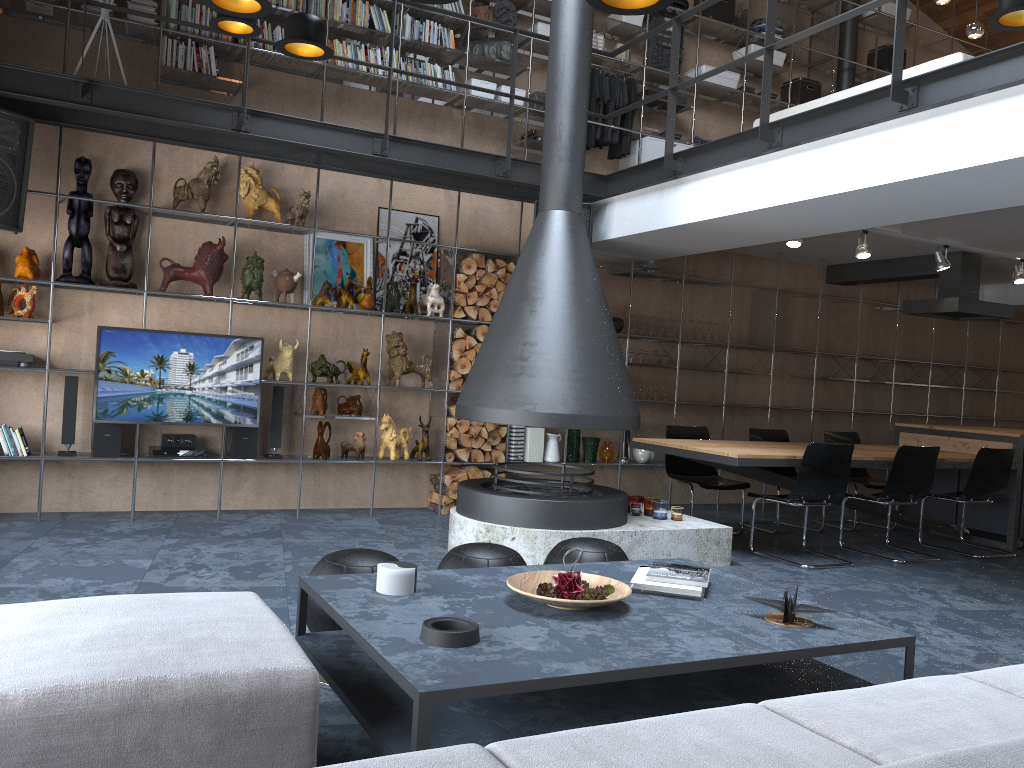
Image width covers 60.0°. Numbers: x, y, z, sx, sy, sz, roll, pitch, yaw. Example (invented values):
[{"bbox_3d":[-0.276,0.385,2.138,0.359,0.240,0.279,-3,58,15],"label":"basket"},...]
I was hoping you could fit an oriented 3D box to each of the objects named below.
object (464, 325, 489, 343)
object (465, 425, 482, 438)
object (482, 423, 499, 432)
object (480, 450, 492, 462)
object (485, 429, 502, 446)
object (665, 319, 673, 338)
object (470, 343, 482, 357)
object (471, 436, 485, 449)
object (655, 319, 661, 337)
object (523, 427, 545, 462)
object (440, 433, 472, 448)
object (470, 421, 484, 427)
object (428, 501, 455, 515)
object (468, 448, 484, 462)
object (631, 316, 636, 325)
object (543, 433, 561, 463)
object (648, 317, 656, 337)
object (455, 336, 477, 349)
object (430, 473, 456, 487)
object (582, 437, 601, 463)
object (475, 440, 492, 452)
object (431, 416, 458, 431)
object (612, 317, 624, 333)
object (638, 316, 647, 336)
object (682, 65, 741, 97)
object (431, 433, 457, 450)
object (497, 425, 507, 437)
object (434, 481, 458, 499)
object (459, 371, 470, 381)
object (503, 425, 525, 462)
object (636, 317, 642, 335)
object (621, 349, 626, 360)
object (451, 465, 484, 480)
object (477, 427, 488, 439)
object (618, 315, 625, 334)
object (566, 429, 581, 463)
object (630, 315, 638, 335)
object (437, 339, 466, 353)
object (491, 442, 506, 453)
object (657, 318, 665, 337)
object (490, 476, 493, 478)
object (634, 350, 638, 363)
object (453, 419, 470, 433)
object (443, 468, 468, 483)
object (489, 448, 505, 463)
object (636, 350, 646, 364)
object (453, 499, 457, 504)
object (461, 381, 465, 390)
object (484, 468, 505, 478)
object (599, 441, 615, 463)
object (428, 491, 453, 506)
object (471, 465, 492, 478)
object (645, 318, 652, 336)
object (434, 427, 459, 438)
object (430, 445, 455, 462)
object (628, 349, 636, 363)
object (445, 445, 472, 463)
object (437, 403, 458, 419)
[{"bbox_3d":[-0.300,-0.407,7.261,0.140,0.150,0.312,3,1,-31],"label":"object"},{"bbox_3d":[-0.372,0.379,7.259,0.107,0.098,0.330,3,1,-31],"label":"object"},{"bbox_3d":[-0.230,0.341,7.355,0.128,0.107,0.329,3,1,-27],"label":"object"},{"bbox_3d":[-0.261,0.590,7.355,0.087,0.095,0.303,3,1,-27],"label":"object"},{"bbox_3d":[-0.212,0.434,7.390,0.143,0.143,0.286,3,1,-27],"label":"object"},{"bbox_3d":[1.441,-0.504,8.130,0.070,0.184,0.071,4,1,39],"label":"object"},{"bbox_3d":[-0.303,-0.274,7.266,0.164,0.128,0.322,3,1,-28],"label":"object"},{"bbox_3d":[-0.353,0.457,7.273,0.147,0.118,0.288,3,1,-31],"label":"object"},{"bbox_3d":[1.348,-0.511,8.243,0.070,0.184,0.071,4,1,39],"label":"object"},{"bbox_3d":[0.185,0.516,7.526,0.148,0.287,0.092,3,0,-27],"label":"object"},{"bbox_3d":[-0.461,0.437,7.231,0.115,0.131,0.374,3,1,-31],"label":"object"},{"bbox_3d":[-0.341,0.292,7.317,0.164,0.128,0.322,3,1,-28],"label":"object"},{"bbox_3d":[-0.575,0.991,7.213,0.126,0.112,0.287,3,1,-27],"label":"object"},{"bbox_3d":[-0.348,0.572,7.285,0.135,0.114,0.299,3,1,-29],"label":"object"},{"bbox_3d":[1.089,-0.526,8.096,0.070,0.184,0.071,4,1,39],"label":"object"},{"bbox_3d":[0.347,0.546,7.631,0.146,0.245,0.171,4,0,3],"label":"object"},{"bbox_3d":[1.268,-0.514,8.033,0.070,0.184,0.071,4,1,39],"label":"object"},{"bbox_3d":[-0.394,-0.338,7.251,0.098,0.115,0.362,3,1,-28],"label":"object"},{"bbox_3d":[-0.565,0.781,7.186,0.111,0.121,0.310,3,1,-28],"label":"object"},{"bbox_3d":[0.694,0.580,7.808,0.161,0.219,0.157,4,0,20],"label":"object"},{"bbox_3d":[-0.284,0.499,7.325,0.103,0.098,0.330,3,1,-30],"label":"object"},{"bbox_3d":[-0.552,0.317,7.190,0.097,0.120,0.308,3,1,-32],"label":"object"},{"bbox_3d":[0.921,-0.518,7.872,0.148,0.149,0.149,4,0,16],"label":"object"},{"bbox_3d":[1.175,-0.519,7.975,0.070,0.184,0.071,4,1,39],"label":"object"},{"bbox_3d":[1.860,-2.833,8.308,0.445,0.147,0.343,3,1,-27],"label":"object"},{"bbox_3d":[-0.554,0.464,7.189,0.110,0.109,0.321,3,1,-26],"label":"object"},{"bbox_3d":[-0.153,0.374,7.394,0.111,0.121,0.310,3,1,-28],"label":"object"},{"bbox_3d":[-0.514,0.847,7.191,0.143,0.143,0.286,3,1,-27],"label":"object"},{"bbox_3d":[-0.381,-0.071,7.234,0.103,0.110,0.312,3,1,-31],"label":"object"},{"bbox_3d":[0.010,0.477,7.452,0.140,0.347,0.139,4,1,43],"label":"object"},{"bbox_3d":[1.169,-0.521,8.156,0.070,0.184,0.071,4,1,39],"label":"object"},{"bbox_3d":[0.995,-0.258,8.087,0.092,0.124,0.092,4,0,-1],"label":"object"},{"bbox_3d":[-0.369,0.721,7.262,0.164,0.128,0.322,3,1,-28],"label":"object"},{"bbox_3d":[-0.308,0.395,7.310,0.101,0.110,0.331,3,1,-25],"label":"object"},{"bbox_3d":[0.989,-0.531,8.060,0.070,0.184,0.071,4,1,39],"label":"object"},{"bbox_3d":[0.532,0.532,7.731,0.130,0.295,0.125,4,0,-2],"label":"object"},{"bbox_3d":[1.087,-0.524,7.938,0.070,0.184,0.071,4,1,39],"label":"object"},{"bbox_3d":[-0.488,-0.313,7.210,0.135,0.114,0.299,3,1,-29],"label":"object"},{"bbox_3d":[-0.157,0.517,7.401,0.095,0.088,0.303,3,1,-29],"label":"object"},{"bbox_3d":[1.356,-0.509,8.069,0.070,0.184,0.071,4,1,39],"label":"object"},{"bbox_3d":[-0.214,0.806,7.387,0.109,0.135,0.288,3,1,-23],"label":"object"},{"bbox_3d":[1.131,-0.250,8.156,0.092,0.124,0.092,4,0,-1],"label":"object"},{"bbox_3d":[-0.455,0.318,7.217,0.112,0.153,0.290,3,1,-30],"label":"object"},{"bbox_3d":[-0.485,0.756,7.225,0.128,0.107,0.329,3,1,-27],"label":"object"},{"bbox_3d":[-0.169,0.585,7.370,0.126,0.112,0.287,3,1,-27],"label":"object"},{"bbox_3d":[1.164,-0.247,8.017,0.092,0.124,0.092,4,0,-1],"label":"object"},{"bbox_3d":[-0.450,0.919,7.258,0.103,0.098,0.330,3,1,-30],"label":"object"},{"bbox_3d":[-0.430,0.011,7.252,0.087,0.095,0.303,3,1,-27],"label":"object"},{"bbox_3d":[-0.172,0.755,7.391,0.105,0.105,0.331,3,1,-30],"label":"object"},{"bbox_3d":[0.844,0.605,7.875,0.145,0.188,0.145,3,1,-35],"label":"object"},{"bbox_3d":[-0.579,0.923,7.181,0.095,0.088,0.303,3,1,-29],"label":"object"},{"bbox_3d":[-0.285,0.747,7.328,0.099,0.131,0.309,3,1,-31],"label":"object"},{"bbox_3d":[1.268,-0.515,8.194,0.070,0.184,0.071,4,1,39],"label":"object"},{"bbox_3d":[-0.534,0.371,7.193,0.107,0.110,0.331,3,1,-29],"label":"object"},{"bbox_3d":[-0.566,0.564,7.214,0.103,0.110,0.312,3,1,-31],"label":"object"},{"bbox_3d":[1.066,-0.252,7.935,0.092,0.124,0.092,4,0,-1],"label":"object"},{"bbox_3d":[-0.463,0.560,7.233,0.154,0.131,0.362,3,1,-26],"label":"object"},{"bbox_3d":[-0.487,0.221,7.201,0.151,0.119,0.299,3,1,-24],"label":"object"}]
